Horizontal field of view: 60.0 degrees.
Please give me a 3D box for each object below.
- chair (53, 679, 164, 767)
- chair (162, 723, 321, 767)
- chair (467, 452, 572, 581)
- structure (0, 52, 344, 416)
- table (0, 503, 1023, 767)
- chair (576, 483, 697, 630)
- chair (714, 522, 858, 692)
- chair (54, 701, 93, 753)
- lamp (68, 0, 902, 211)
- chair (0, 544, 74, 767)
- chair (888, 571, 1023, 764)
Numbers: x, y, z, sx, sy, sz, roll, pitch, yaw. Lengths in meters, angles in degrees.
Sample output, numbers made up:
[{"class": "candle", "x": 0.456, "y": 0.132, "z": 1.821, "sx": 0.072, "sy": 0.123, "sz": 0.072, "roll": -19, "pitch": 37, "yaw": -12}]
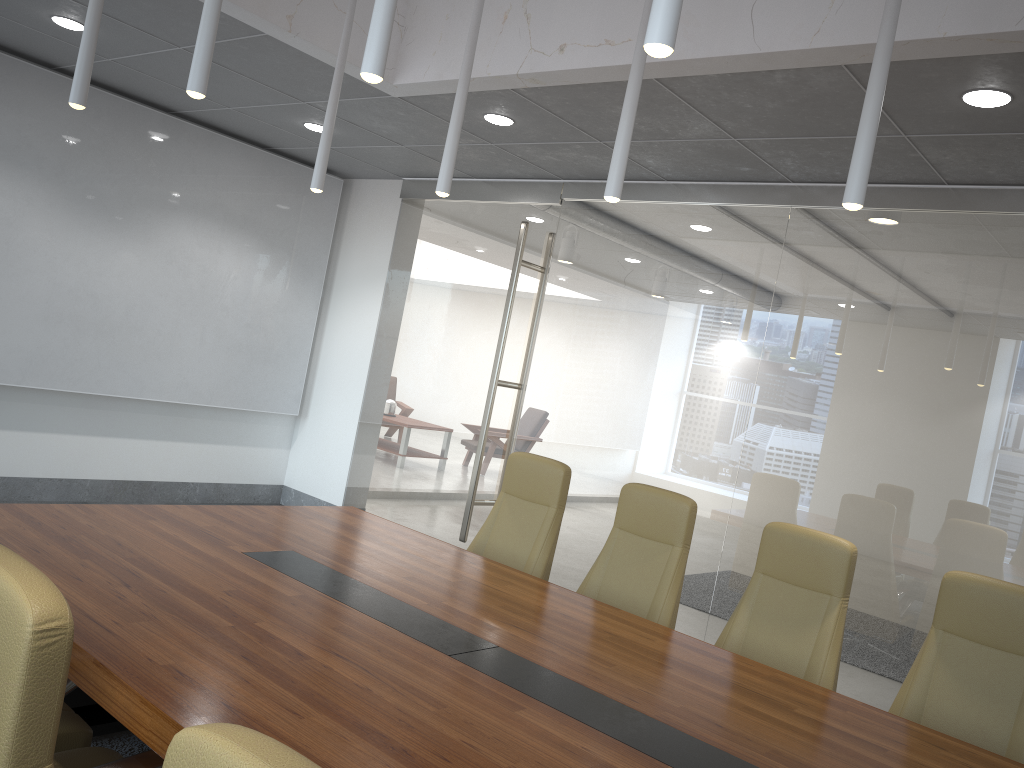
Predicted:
[{"class": "chair", "x": -1.266, "y": 0.890, "z": 2.263, "sx": 0.711, "sy": 1.406, "sz": 0.955, "roll": 12, "pitch": 1, "yaw": 40}, {"class": "chair", "x": -0.067, "y": 1.141, "z": 1.249, "sx": 0.711, "sy": 1.406, "sz": 0.955, "roll": 12, "pitch": 1, "yaw": 40}, {"class": "chair", "x": -0.241, "y": 1.055, "z": 4.784, "sx": 0.711, "sy": 1.406, "sz": 0.955, "roll": 12, "pitch": 1, "yaw": 40}, {"class": "structure", "x": 1.077, "y": -0.184, "z": 2.264, "sx": 13.989, "sy": 2.466, "sz": 6.600, "roll": 12, "pitch": 1, "yaw": 40}, {"class": "table", "x": 0.706, "y": 1.538, "z": 2.244, "sx": 6.500, "sy": 0.895, "sz": 2.300, "roll": 12, "pitch": 1, "yaw": 40}, {"class": "chair", "x": 0.362, "y": 1.181, "z": 4.274, "sx": 0.711, "sy": 1.406, "sz": 0.955, "roll": 12, "pitch": 1, "yaw": 40}, {"class": "chair", "x": 0.972, "y": 1.309, "z": 3.758, "sx": 0.711, "sy": 1.406, "sz": 0.955, "roll": 12, "pitch": 1, "yaw": 40}, {"class": "chair", "x": -1.867, "y": 0.765, "z": 2.771, "sx": 0.711, "sy": 1.406, "sz": 0.955, "roll": 12, "pitch": 1, "yaw": 40}, {"class": "lamp", "x": 1.355, "y": -1.759, "z": 2.196, "sx": 7.258, "sy": 2.378, "sz": 2.619, "roll": 12, "pitch": 1, "yaw": 40}, {"class": "chair", "x": -0.681, "y": 1.013, "z": 1.768, "sx": 0.711, "sy": 1.406, "sz": 0.955, "roll": 12, "pitch": 1, "yaw": 40}, {"class": "chair", "x": 1.571, "y": 1.434, "z": 3.251, "sx": 0.711, "sy": 1.406, "sz": 0.955, "roll": 12, "pitch": 1, "yaw": 40}]
